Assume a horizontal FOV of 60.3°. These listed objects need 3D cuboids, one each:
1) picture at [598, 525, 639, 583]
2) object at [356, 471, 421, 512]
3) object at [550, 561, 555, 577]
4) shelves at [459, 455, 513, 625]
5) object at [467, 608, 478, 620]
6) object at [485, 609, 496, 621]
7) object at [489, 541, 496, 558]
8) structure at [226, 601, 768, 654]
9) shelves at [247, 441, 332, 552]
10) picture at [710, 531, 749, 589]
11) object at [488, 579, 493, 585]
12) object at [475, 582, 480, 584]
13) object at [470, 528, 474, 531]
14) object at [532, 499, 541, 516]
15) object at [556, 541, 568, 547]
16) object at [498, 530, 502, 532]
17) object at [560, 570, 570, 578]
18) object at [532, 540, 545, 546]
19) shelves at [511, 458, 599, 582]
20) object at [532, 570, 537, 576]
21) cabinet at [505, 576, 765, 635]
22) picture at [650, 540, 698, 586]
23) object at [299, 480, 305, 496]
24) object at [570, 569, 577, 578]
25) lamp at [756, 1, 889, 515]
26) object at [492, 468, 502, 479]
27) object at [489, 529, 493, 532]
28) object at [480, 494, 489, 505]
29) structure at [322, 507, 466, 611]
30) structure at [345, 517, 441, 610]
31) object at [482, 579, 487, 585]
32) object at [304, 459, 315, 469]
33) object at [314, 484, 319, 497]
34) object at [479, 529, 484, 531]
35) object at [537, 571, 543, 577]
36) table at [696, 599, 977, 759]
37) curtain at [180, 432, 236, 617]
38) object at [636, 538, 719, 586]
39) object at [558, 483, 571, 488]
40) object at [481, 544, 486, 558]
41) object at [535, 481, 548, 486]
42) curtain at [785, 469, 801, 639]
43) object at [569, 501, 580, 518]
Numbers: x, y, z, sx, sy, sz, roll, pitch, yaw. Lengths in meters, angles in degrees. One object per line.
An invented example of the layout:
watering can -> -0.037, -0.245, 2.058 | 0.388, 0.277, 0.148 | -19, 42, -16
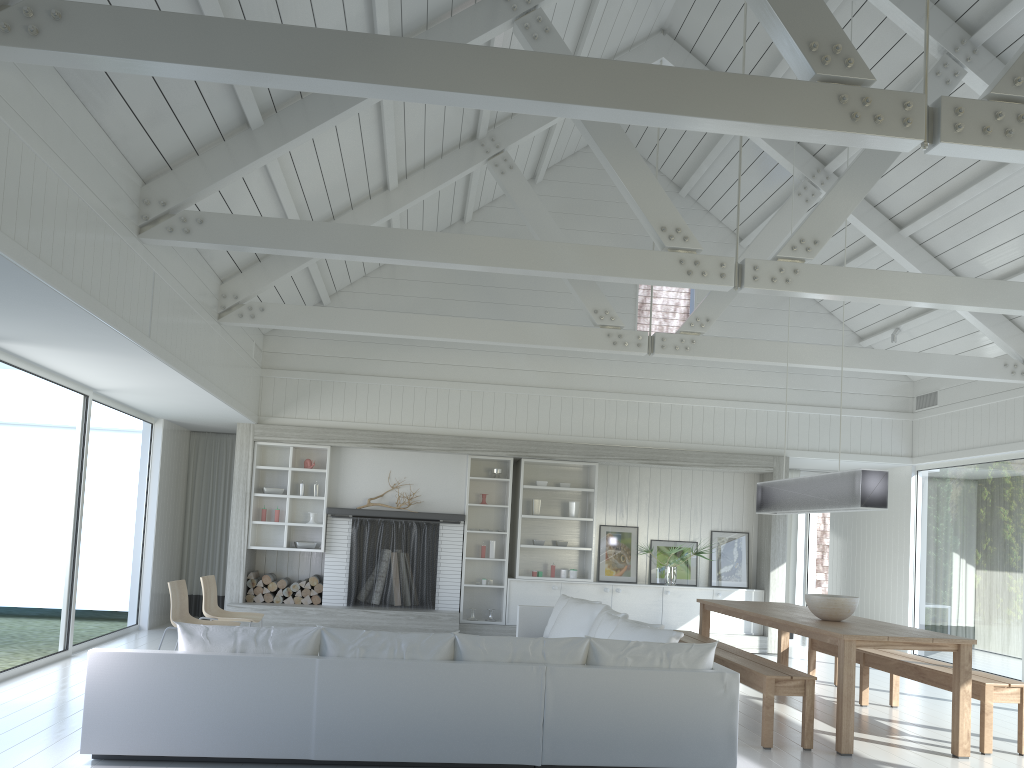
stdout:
picture -> 1.321, 2.112, 10.943 | 0.495, 0.699, 0.066 | 4, -4, -6
object -> -1.361, 1.256, 10.358 | 0.788, 0.499, 0.459 | 9, -9, -36
object -> 0.499, 2.256, 10.747 | 0.054, 0.195, 0.054 | 3, -4, -7
shelves -> -0.334, 1.907, 10.814 | 0.541, 1.986, 0.609 | 3, -4, -6
object -> -0.472, 2.770, 10.610 | 0.137, 0.129, 0.138 | -2, -9, 36
object -> -0.255, 2.785, 10.633 | 0.137, 0.129, 0.138 | -2, -9, 36
object -> -0.239, 2.004, 10.679 | 0.072, 0.209, 0.072 | 3, -4, -6
structure -> -0.131, 2.992, 11.060 | 6.353, 0.344, 1.900 | 4, -10, -6
shelves -> -2.606, 1.351, 10.467 | 0.866, 1.230, 0.553 | 3, -5, -6
picture -> 2.742, 2.209, 11.092 | 0.495, 0.699, 0.066 | 4, -4, -6
object -> -0.263, 2.396, 10.657 | 0.058, 0.060, 0.058 | 4, -7, -6
object -> -0.415, 2.404, 10.642 | 0.054, 0.025, 0.055 | 4, -9, -6
object -> -0.481, 1.750, 10.597 | 0.054, 0.025, 0.055 | 4, -9, -6
object -> 0.295, 1.510, 10.761 | 0.103, 0.195, 0.103 | 3, -5, -6
object -> 0.615, 1.977, 10.913 | 0.141, 0.066, 0.142 | 4, -9, -6
object -> -0.145, 1.802, 10.796 | 0.054, 0.025, 0.055 | 4, -9, -6
object -> 0.647, 2.324, 10.798 | 0.091, 0.095, 0.091 | -1, -7, 28
object -> 0.324, 1.932, 10.740 | 0.141, 0.066, 0.142 | 4, -9, -6
shelves -> 0.517, 1.691, 10.919 | 0.939, 1.433, 0.609 | 3, -5, -6
object -> 0.273, 2.299, 10.704 | 0.054, 0.070, 0.054 | 6, -7, -27
cabinet -> 1.487, 2.748, 10.941 | 3.183, 0.547, 0.659 | 4, -7, -6
picture -> 2.024, 2.236, 11.023 | 0.609, 0.549, 0.054 | 4, -4, -6
object -> -2.471, 1.224, 10.380 | 0.054, 0.195, 0.055 | 3, -4, -5
object -> 0.748, 2.311, 10.741 | 0.085, 0.111, 0.086 | 0, -7, 29
lamp -> 2.528, -1.069, 7.219 | 0.200, 4.212, 1.920 | 3, -5, -6
object -> -0.183, 1.093, 10.709 | 0.161, 0.123, 0.163 | -1, -8, 26
object -> -0.257, 1.785, 10.730 | 0.054, 0.025, 0.055 | 4, -9, -6
object -> -0.340, 1.402, 10.702 | 0.137, 0.129, 0.138 | -2, -9, 36
structure -> -1.424, 2.185, 10.663 | 1.617, 1.277, 0.866 | 4, -6, -6
structure -> -1.384, 2.104, 10.312 | 1.098, 1.056, 0.117 | 4, -4, -6
object -> -0.337, 2.386, 10.651 | 0.054, 0.070, 0.055 | 4, -6, -7
object -> -2.394, 0.944, 10.395 | 0.231, 0.126, 0.060 | -4, -8, 39
object -> -2.306, 1.235, 10.398 | 0.054, 0.195, 0.055 | 3, -4, -5
object -> -0.369, 1.767, 10.663 | 0.054, 0.025, 0.055 | 4, -9, -6
object -> 0.338, 2.314, 10.737 | 0.058, 0.060, 0.058 | 6, -7, -28
table -> 2.369, 2.239, 7.069 | 0.906, 0.756, 2.978 | 4, -9, -6
curtain -> -3.892, 1.793, 11.298 | 0.630, 2.354, 0.117 | 3, -4, -7
object -> 2.015, 2.145, 10.727 | 0.972, 0.625, 0.627 | 4, -7, -8
object -> 0.651, 1.270, 10.957 | 0.141, 0.066, 0.142 | 4, -9, -6
object -> -0.346, 2.004, 10.670 | 0.054, 0.195, 0.054 | 3, -4, -7
object -> 0.360, 1.225, 10.784 | 0.141, 0.066, 0.142 | 4, -9, -6
curtain -> 3.492, 2.325, 12.215 | 1.007, 2.354, 0.117 | 3, -4, -6
object -> 0.761, 1.542, 10.810 | 0.103, 0.195, 0.103 | -1, -6, 39
